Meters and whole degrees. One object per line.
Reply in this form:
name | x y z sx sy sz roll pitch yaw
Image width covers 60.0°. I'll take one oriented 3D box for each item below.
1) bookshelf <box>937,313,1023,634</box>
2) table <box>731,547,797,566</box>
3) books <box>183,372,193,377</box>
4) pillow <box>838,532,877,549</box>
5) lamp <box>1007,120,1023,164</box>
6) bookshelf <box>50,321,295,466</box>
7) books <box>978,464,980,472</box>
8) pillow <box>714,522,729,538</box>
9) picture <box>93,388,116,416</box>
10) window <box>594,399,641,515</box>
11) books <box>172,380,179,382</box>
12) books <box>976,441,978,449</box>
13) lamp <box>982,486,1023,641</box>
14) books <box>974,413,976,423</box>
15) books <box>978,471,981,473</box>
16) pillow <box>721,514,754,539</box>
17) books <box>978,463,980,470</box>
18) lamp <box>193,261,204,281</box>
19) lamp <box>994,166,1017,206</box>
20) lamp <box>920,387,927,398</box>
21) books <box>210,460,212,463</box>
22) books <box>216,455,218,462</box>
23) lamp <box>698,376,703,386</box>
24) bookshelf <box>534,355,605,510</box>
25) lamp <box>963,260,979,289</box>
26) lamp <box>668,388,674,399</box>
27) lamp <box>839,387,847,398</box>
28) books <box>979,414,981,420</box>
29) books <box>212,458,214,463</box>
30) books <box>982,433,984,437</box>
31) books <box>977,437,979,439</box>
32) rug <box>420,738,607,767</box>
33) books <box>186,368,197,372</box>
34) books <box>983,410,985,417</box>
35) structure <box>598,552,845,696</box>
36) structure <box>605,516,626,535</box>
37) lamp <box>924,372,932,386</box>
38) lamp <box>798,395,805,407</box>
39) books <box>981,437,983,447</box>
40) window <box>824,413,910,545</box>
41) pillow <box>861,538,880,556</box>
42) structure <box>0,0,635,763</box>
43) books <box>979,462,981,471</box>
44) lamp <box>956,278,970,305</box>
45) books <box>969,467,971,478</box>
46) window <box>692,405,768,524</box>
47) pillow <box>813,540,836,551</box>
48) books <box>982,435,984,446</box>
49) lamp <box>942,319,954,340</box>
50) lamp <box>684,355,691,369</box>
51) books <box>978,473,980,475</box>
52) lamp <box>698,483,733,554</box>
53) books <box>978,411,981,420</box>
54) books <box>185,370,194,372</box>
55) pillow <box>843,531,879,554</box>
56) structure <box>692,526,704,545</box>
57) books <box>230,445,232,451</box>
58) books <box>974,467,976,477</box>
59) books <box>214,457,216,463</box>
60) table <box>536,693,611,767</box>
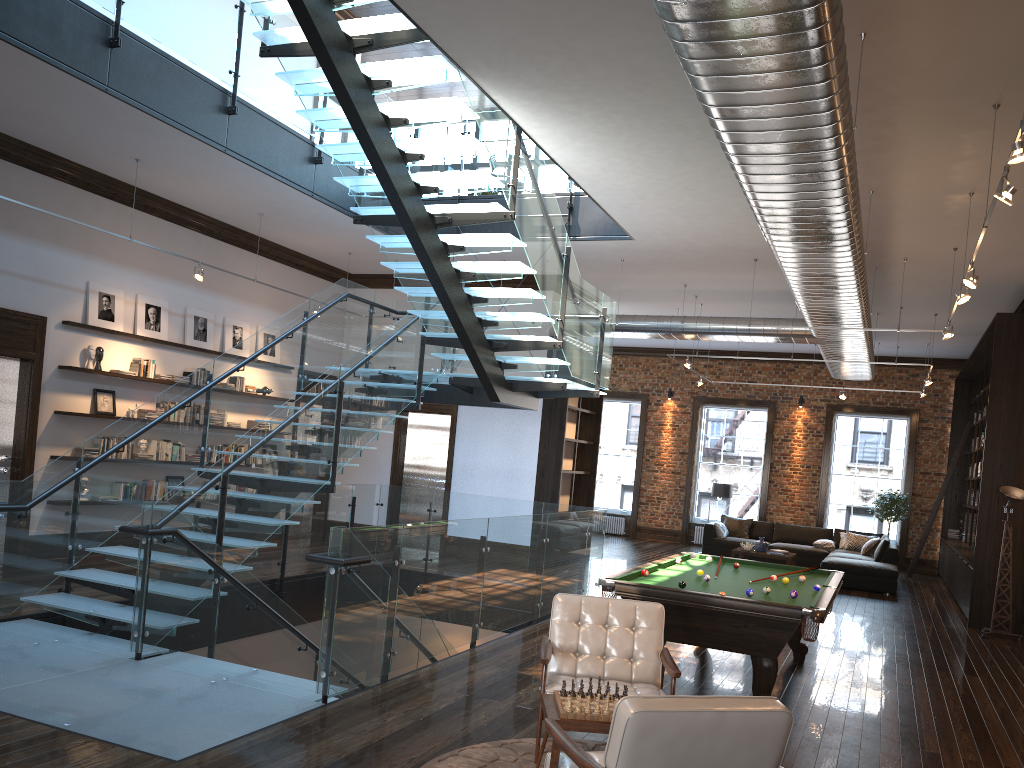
bookshelf | 7.661 1.510 14.506 0.598 3.994 7.444 5 -3 23
table | 4.479 3.154 15.764 0.998 0.345 1.005 3 -4 23
books | -4.237 -0.079 11.592 0.166 0.161 0.038 4 0 23
pillow | 6.557 3.018 16.835 0.701 0.338 0.271 4 -2 24
lamp | 2.573 -1.224 4.474 0.117 0.212 0.117 6 -1 -25
bookshelf | -4.227 0.543 11.737 0.200 2.052 4.096 5 -3 23
books | 8.391 1.553 15.758 0.183 0.251 0.015 5 0 23
pillow | 4.140 2.881 17.482 0.243 0.305 0.576 4 -4 24
picture | -4.809 0.218 10.478 0.077 0.299 0.301 5 -2 23
window | 2.326 1.730 21.180 1.516 2.751 0.155 5 0 23
books | -4.323 -0.033 11.452 0.140 0.011 0.287 3 -5 24
books | 8.824 1.183 16.674 0.185 0.210 0.069 4 0 23
lamp | 5.912 2.128 10.555 0.423 1.826 0.508 5 0 28
books | 8.963 0.686 16.945 0.234 0.252 0.028 4 0 23
books | 8.208 1.536 15.374 0.197 0.017 0.356 3 -5 25
pillow | 4.456 2.857 17.770 0.699 0.439 0.306 4 -2 23
books | 8.395 1.548 15.770 0.189 0.263 0.010 5 0 23
lamp | -3.629 -1.307 10.278 0.114 0.230 0.113 5 -1 -23
lamp | 2.840 -1.140 5.109 0.114 0.230 0.113 5 -1 -3
lamp | 7.381 0.139 15.887 0.114 0.230 0.113 6 -1 -28
books | -4.134 0.953 12.029 0.163 0.216 0.012 5 0 23
books | -4.099 0.985 12.182 0.128 0.181 0.012 5 0 23
lamp | 3.714 -0.066 17.447 0.114 0.230 0.113 5 -1 -26
bookshelf | 0.930 1.124 14.231 0.399 3.514 1.789 5 -1 23
lamp | 3.727 -0.891 7.204 0.114 0.230 0.113 6 -1 -38
lamp | 3.615 0.224 20.249 0.126 0.236 0.155 5 -1 23
lamp | 6.502 0.183 17.415 0.113 0.230 0.114 5 -1 -8
books | 8.870 0.675 16.666 0.173 0.214 0.025 4 0 23
books | -4.121 0.955 12.121 0.111 0.229 0.024 5 0 23
books | 8.479 1.030 15.834 0.171 0.315 0.014 5 0 23
books | 8.872 1.156 16.755 0.190 0.281 0.006 5 0 23
rug | 0.466 2.033 4.266 1.965 0.015 1.980 3 -5 25
books | -4.215 -0.097 11.644 0.156 0.208 0.022 5 0 23
books | 8.488 0.572 15.780 0.178 0.208 0.034 4 0 23
structure | 1.834 1.988 7.332 1.549 0.850 2.971 4 -4 23
structure | 2.075 3.291 20.929 1.298 0.395 0.216 3 -1 23
lamp | 6.601 -0.080 14.039 0.113 0.230 0.114 5 -1 -1
lamp | 6.242 0.371 19.131 0.126 0.236 0.155 5 -1 23
books | 8.467 1.064 15.811 0.181 0.242 0.036 5 0 23
window | 7.571 2.023 18.948 1.516 2.751 0.155 5 0 23
pillow | 6.527 2.967 16.144 0.313 0.355 0.632 4 -3 23
structure | -1.612 0.402 8.211 3.566 14.485 7.070 5 -1 23
books | 8.338 1.519 15.615 0.188 0.287 0.013 5 0 23
lamp | 3.985 -0.818 7.817 0.114 0.230 0.113 5 -1 2
books | 8.871 1.704 16.930 0.231 0.224 0.024 4 0 23
window | 4.948 1.876 20.064 1.516 2.751 0.155 5 0 23
pillow | 5.938 3.061 16.867 0.408 0.204 0.613 4 -4 21
books | 8.389 1.019 15.624 0.178 0.285 0.088 5 0 23
lamp | 4.786 -0.592 9.720 0.113 0.230 0.114 5 -1 37
lamp | 2.893 -0.370 14.605 0.113 0.230 0.114 5 -1 44
books | 8.197 1.570 15.378 0.197 0.017 0.356 3 -5 28
lamp | 4.066 2.726 17.834 0.421 1.465 0.685 5 -1 -37
books | 8.897 0.650 16.742 0.190 0.279 0.017 5 0 23
books | -4.241 -0.089 11.621 0.126 0.184 0.042 5 0 23
pillow | 6.557 2.976 16.640 0.610 0.361 0.289 3 -2 27
structure | 4.694 3.438 19.815 1.298 0.395 0.216 3 -1 23
books | -3.986 0.975 12.401 0.127 0.259 0.036 5 0 23
books | 8.489 1.608 16.028 0.235 0.202 0.046 4 0 23
books | -4.110 0.983 12.147 0.131 0.178 0.035 5 0 23
table | 0.374 1.780 4.184 0.516 0.494 0.463 5 -2 -2
